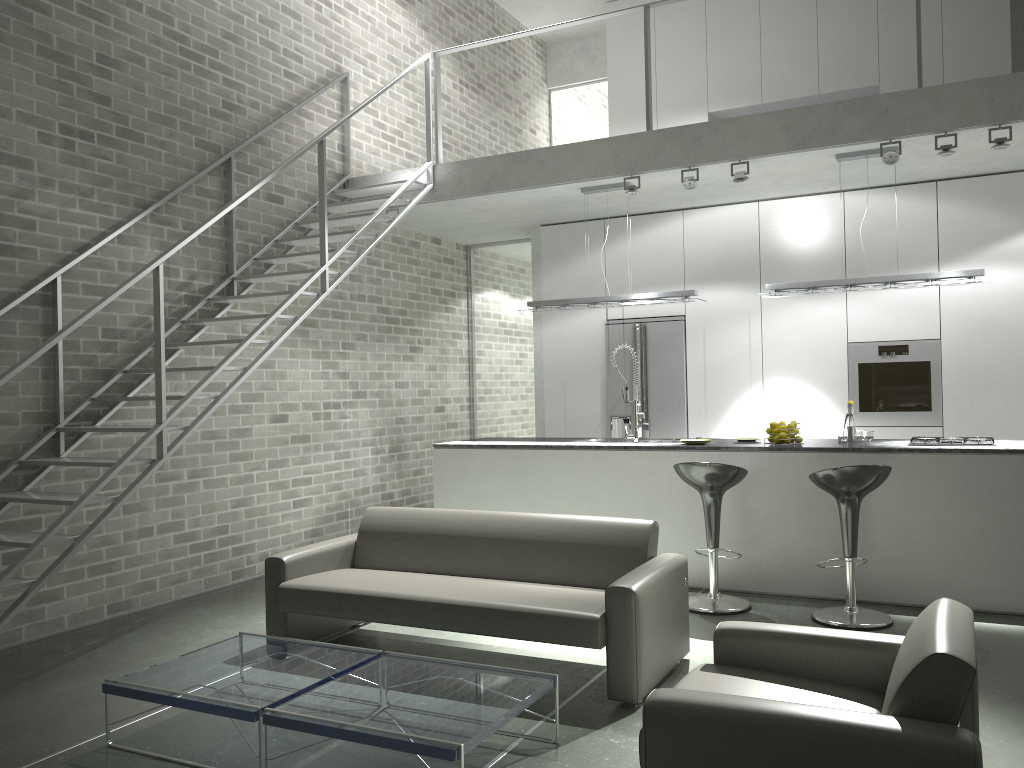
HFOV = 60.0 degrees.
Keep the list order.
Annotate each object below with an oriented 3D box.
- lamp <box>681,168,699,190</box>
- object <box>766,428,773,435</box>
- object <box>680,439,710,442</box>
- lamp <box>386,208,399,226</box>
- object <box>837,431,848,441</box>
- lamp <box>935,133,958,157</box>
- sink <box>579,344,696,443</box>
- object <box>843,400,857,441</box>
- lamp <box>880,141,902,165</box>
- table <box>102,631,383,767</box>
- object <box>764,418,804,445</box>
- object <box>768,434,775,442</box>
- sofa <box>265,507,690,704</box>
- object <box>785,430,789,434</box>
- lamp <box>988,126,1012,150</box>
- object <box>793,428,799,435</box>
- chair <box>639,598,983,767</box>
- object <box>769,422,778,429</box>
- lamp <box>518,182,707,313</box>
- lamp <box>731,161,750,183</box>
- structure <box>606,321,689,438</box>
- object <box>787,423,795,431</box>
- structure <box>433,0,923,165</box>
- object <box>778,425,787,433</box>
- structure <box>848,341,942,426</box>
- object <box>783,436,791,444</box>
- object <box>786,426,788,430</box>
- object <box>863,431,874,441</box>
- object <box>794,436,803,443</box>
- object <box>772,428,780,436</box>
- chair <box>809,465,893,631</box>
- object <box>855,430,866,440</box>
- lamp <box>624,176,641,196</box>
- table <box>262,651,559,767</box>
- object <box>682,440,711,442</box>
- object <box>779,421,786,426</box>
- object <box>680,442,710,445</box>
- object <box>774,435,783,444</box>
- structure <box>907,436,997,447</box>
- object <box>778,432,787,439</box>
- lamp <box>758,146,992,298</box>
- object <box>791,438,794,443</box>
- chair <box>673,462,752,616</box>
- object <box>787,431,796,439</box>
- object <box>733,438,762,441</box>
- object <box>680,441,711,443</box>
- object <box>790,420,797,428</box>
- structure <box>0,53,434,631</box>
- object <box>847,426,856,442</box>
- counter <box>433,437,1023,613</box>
[{"bbox_3d":[1.301,-1.500,6.489,0.115,0.151,0.115,-1,0,-20],"label":"lamp"},{"bbox_3d":[1.795,0.330,6.162,0.053,0.051,0.063,-1,0,-14],"label":"object"},{"bbox_3d":[1.294,0.403,6.252,0.217,0.017,0.216,-1,0,-30],"label":"object"},{"bbox_3d":[2.301,-1.520,8.165,6.854,0.136,0.110,-1,0,-8],"label":"lamp"},{"bbox_3d":[2.337,0.366,6.263,0.064,0.070,0.063,-1,0,-25],"label":"object"},{"bbox_3d":[2.808,-1.546,5.737,0.109,0.135,0.109,-1,0,-15],"label":"lamp"},{"bbox_3d":[0.991,0.207,6.817,0.987,1.023,0.546,-1,0,27],"label":"sink"},{"bbox_3d":[2.365,0.256,6.160,0.088,0.288,0.101,-1,0,-33],"label":"object"},{"bbox_3d":[2.507,-1.529,5.870,0.131,0.154,0.098,-1,0,27],"label":"lamp"},{"bbox_3d":[-1.100,1.310,3.720,0.820,0.270,0.800,-1,0,27],"label":"table"},{"bbox_3d":[1.878,0.324,6.121,0.189,0.174,0.207,-1,0,-18],"label":"object"},{"bbox_3d":[1.803,0.377,6.143,0.060,0.057,0.052,-1,0,19],"label":"object"},{"bbox_3d":[-0.223,1.072,4.623,2.114,0.717,0.902,-1,0,27],"label":"sofa"},{"bbox_3d":[1.887,0.342,6.085,0.051,0.053,0.062,-1,0,25],"label":"object"},{"bbox_3d":[3.083,-1.553,5.598,0.109,0.135,0.109,-1,0,-15],"label":"lamp"},{"bbox_3d":[1.947,0.330,6.100,0.061,0.054,0.053,-1,0,-27],"label":"object"},{"bbox_3d":[0.911,1.035,2.694,0.910,0.717,0.963,-1,0,27],"label":"chair"},{"bbox_3d":[1.807,0.286,6.122,0.053,0.051,0.063,-1,0,-26],"label":"object"},{"bbox_3d":[0.766,-1.097,7.072,1.490,0.964,0.290,-1,0,27],"label":"lamp"},{"bbox_3d":[1.634,-1.508,6.343,0.115,0.151,0.115,-1,0,-20],"label":"lamp"},{"bbox_3d":[1.258,0.387,8.199,0.743,1.900,0.160,-1,0,27],"label":"structure"},{"bbox_3d":[1.905,0.295,6.065,0.051,0.053,0.063,-2,0,30],"label":"object"},{"bbox_3d":[1.842,-2.372,6.229,5.560,0.972,0.070,-1,0,27],"label":"structure"},{"bbox_3d":[1.848,0.308,6.060,0.061,0.052,0.053,-2,0,30],"label":"object"},{"bbox_3d":[3.115,0.002,7.227,0.692,0.680,0.036,-1,0,27],"label":"structure"},{"bbox_3d":[1.877,0.382,6.053,0.051,0.053,0.063,-1,0,25],"label":"object"},{"bbox_3d":[1.909,0.312,6.137,0.055,0.051,0.061,-1,0,11],"label":"object"},{"bbox_3d":[2.489,0.362,6.191,0.064,0.070,0.063,-2,0,35],"label":"object"},{"bbox_3d":[1.961,0.380,6.077,0.062,0.052,0.053,-1,0,-34],"label":"object"},{"bbox_3d":[1.821,0.330,6.106,0.062,0.053,0.052,-1,0,-11],"label":"object"},{"bbox_3d":[1.978,0.918,5.176,0.457,0.931,0.464,-1,0,8],"label":"chair"},{"bbox_3d":[2.466,0.363,6.280,0.064,0.070,0.063,-1,0,-25],"label":"object"},{"bbox_3d":[0.906,-1.497,6.697,0.109,0.136,0.109,-1,0,-21],"label":"lamp"},{"bbox_3d":[-0.352,1.291,3.341,0.820,0.270,0.800,-1,0,27],"label":"table"},{"bbox_3d":[1.294,0.407,6.252,0.217,0.017,0.216,-1,0,-30],"label":"object"},{"bbox_3d":[1.867,0.281,6.124,0.051,0.053,0.063,-1,0,18],"label":"object"},{"bbox_3d":[1.294,0.417,6.252,0.217,0.017,0.216,-1,0,-30],"label":"object"},{"bbox_3d":[1.832,0.381,6.089,0.064,0.063,0.074,-2,0,37],"label":"object"},{"bbox_3d":[2.849,0.368,5.747,0.500,0.038,0.500,-1,0,27],"label":"structure"},{"bbox_3d":[1.840,0.354,6.034,0.061,0.054,0.052,-1,0,-6],"label":"object"},{"bbox_3d":[2.493,-1.141,6.198,1.490,0.964,0.290,-1,0,27],"label":"lamp"},{"bbox_3d":[1.921,0.383,6.121,0.061,0.055,0.050,-1,0,-28],"label":"object"},{"bbox_3d":[1.263,0.937,5.576,0.457,0.931,0.464,-2,0,41],"label":"chair"},{"bbox_3d":[1.905,0.345,6.059,0.061,0.055,0.051,-1,0,-4],"label":"object"},{"bbox_3d":[1.718,0.409,6.492,0.217,0.017,0.216,-1,0,-38],"label":"object"},{"bbox_3d":[1.294,0.412,6.252,0.217,0.017,0.216,-1,0,-30],"label":"object"},{"bbox_3d":[1.943,0.281,6.120,0.050,0.060,0.059,-1,0,16],"label":"object"},{"bbox_3d":[-2.017,-0.644,5.717,0.902,4.246,4.345,-1,0,27],"label":"structure"},{"bbox_3d":[2.354,0.347,6.152,0.060,0.106,0.060,-1,0,20],"label":"object"},{"bbox_3d":[1.548,0.900,6.412,4.400,0.960,0.900,-1,0,27],"label":"counter"}]
